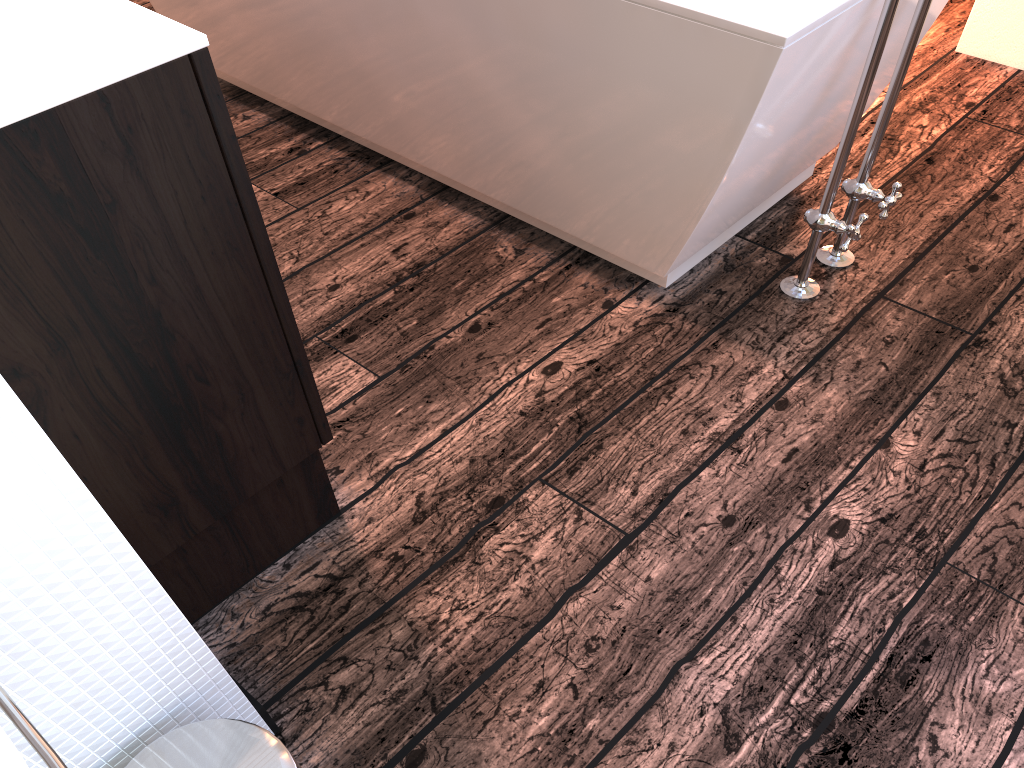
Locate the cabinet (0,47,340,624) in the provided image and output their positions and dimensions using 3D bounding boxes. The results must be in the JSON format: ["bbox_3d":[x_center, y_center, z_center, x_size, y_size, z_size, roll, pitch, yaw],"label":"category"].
[{"bbox_3d":[-1.095,-0.416,1.573,1.839,0.941,0.381,33,57,27],"label":"cabinet"}]

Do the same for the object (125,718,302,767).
[{"bbox_3d":[-0.331,0.611,1.071,0.222,0.312,0.218,4,49,6],"label":"object"}]

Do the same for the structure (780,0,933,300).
[{"bbox_3d":[0.544,-0.741,1.666,0.382,1.142,0.546,-27,53,-20],"label":"structure"}]

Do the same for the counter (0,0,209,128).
[{"bbox_3d":[-1.084,-0.652,1.336,1.839,0.302,0.437,33,58,27],"label":"counter"}]

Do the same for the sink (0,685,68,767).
[{"bbox_3d":[-0.555,0.640,0.674,0.343,0.801,0.673,34,58,27],"label":"sink"}]

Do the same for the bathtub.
[{"bbox_3d":[-0.143,-1.091,2.244,2.196,0.708,0.790,33,58,27],"label":"bathtub"}]
